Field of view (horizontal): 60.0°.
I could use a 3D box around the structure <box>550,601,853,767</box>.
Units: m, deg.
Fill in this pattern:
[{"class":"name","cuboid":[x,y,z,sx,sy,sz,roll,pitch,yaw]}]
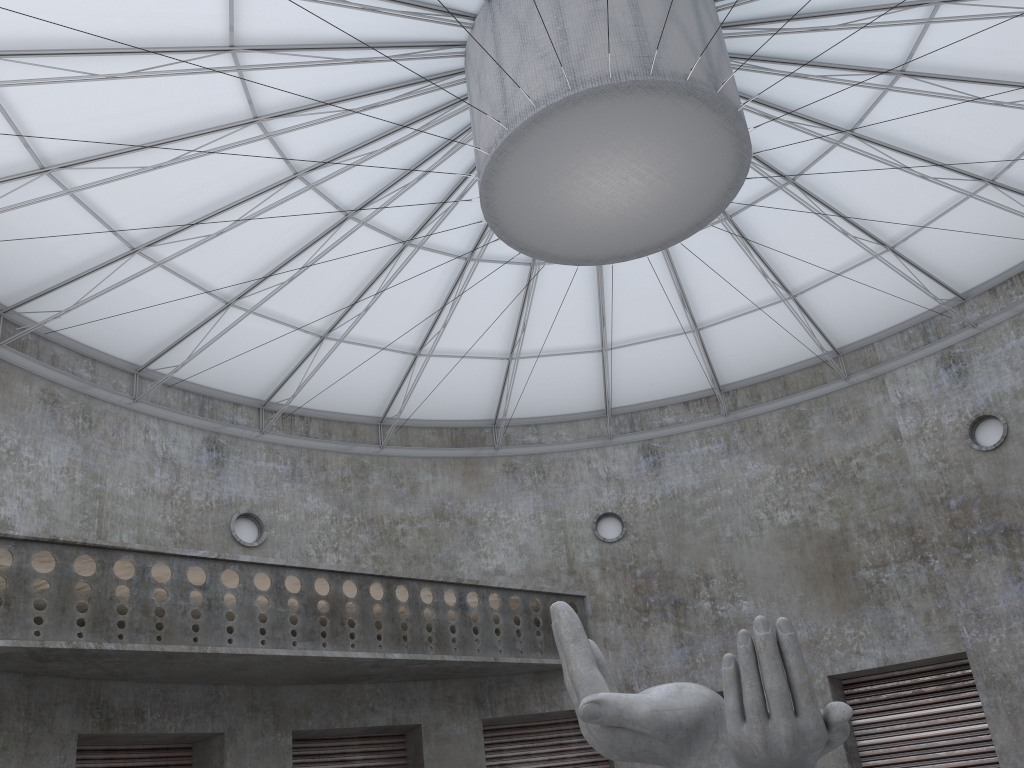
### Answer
[{"class":"structure","cuboid":[5.305,5.510,15.581,10.725,5.601,15.929,-9,-26,4]}]
